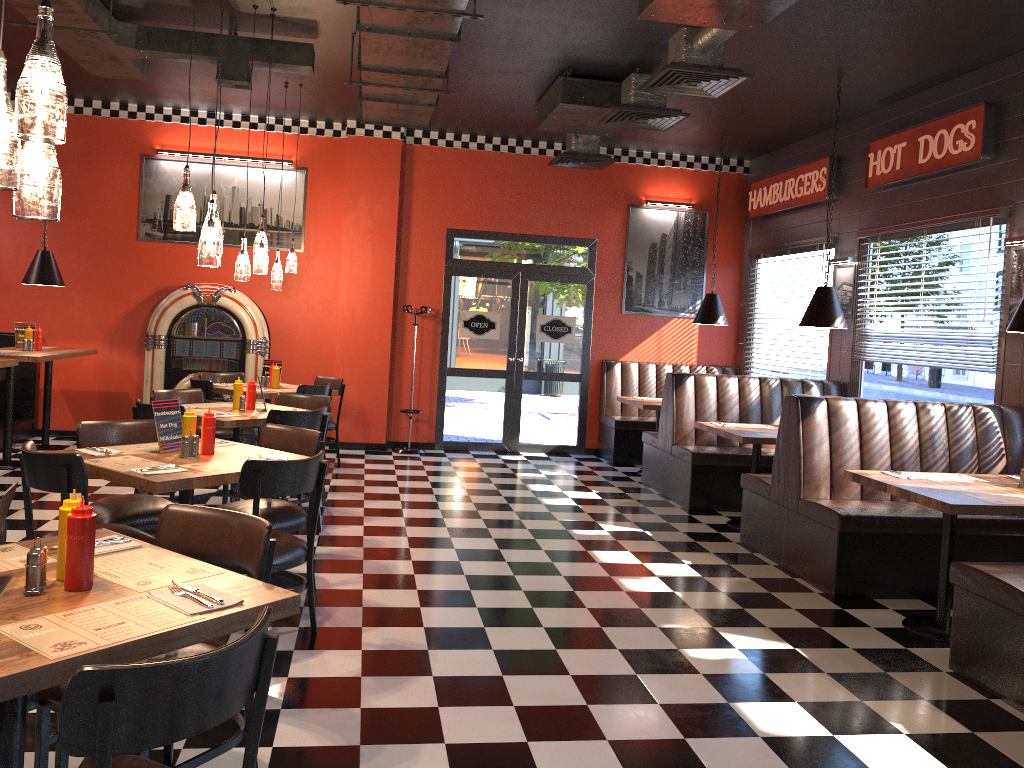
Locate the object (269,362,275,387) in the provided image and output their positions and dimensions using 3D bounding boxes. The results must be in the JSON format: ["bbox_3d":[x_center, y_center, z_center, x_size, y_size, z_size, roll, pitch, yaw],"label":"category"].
[{"bbox_3d":[-2.295,-0.088,8.498,0.068,0.237,0.068,3,2,-12],"label":"object"}]

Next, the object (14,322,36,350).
[{"bbox_3d":[-4.661,-0.459,8.488,0.072,0.257,0.188,5,3,40],"label":"object"}]

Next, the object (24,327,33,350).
[{"bbox_3d":[-4.592,-0.440,8.415,0.068,0.237,0.068,3,2,-16],"label":"object"}]

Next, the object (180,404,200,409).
[{"bbox_3d":[-2.370,0.161,6.405,0.255,0.019,0.157,5,4,29],"label":"object"}]

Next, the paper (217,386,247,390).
[{"bbox_3d":[-2.518,0.041,8.160,0.366,0.001,0.261,6,5,35],"label":"paper"}]

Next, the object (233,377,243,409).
[{"bbox_3d":[-2.008,0.065,6.497,0.068,0.237,0.068,3,2,-4],"label":"object"}]

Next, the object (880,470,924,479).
[{"bbox_3d":[2.234,0.517,5.043,0.157,0.019,0.255,3,4,-9],"label":"object"}]

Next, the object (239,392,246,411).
[{"bbox_3d":[-1.953,0.125,6.418,0.046,0.136,0.094,3,2,-19],"label":"object"}]

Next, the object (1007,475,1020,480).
[{"bbox_3d":[3.041,0.555,5.166,0.157,0.019,0.255,2,4,-14],"label":"object"}]

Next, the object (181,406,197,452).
[{"bbox_3d":[-1.610,0.229,4.415,0.068,0.237,0.068,3,2,-4],"label":"object"}]

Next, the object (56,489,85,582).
[{"bbox_3d":[-1.161,0.396,2.340,0.068,0.237,0.068,3,2,5],"label":"object"}]

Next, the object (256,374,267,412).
[{"bbox_3d":[-1.834,0.065,6.501,0.072,0.257,0.188,3,2,-19],"label":"object"}]

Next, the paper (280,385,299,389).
[{"bbox_3d":[-2.137,0.025,8.710,0.366,0.001,0.261,6,5,35],"label":"paper"}]

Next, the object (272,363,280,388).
[{"bbox_3d":[-2.244,-0.080,8.419,0.068,0.237,0.068,3,2,-12],"label":"object"}]

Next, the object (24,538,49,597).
[{"bbox_3d":[-1.196,0.454,2.229,0.046,0.136,0.094,3,2,-19],"label":"object"}]

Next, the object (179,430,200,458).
[{"bbox_3d":[-1.569,0.290,4.323,0.047,0.136,0.093,5,3,40],"label":"object"}]

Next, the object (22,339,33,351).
[{"bbox_3d":[-4.539,-0.378,8.308,0.093,0.136,0.047,2,2,-29],"label":"object"}]

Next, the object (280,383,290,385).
[{"bbox_3d":[-2.349,-0.002,8.814,0.158,0.019,0.255,5,4,29],"label":"object"}]

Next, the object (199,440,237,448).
[{"bbox_3d":[-1.610,0.319,4.716,0.157,0.019,0.255,5,4,28],"label":"object"}]

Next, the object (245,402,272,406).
[{"bbox_3d":[-1.997,0.152,6.850,0.158,0.019,0.255,6,5,35],"label":"object"}]

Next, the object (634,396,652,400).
[{"bbox_3d":[1.443,0.152,9.737,0.157,0.019,0.255,3,4,-9],"label":"object"}]

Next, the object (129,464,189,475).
[{"bbox_3d":[-1.551,0.375,3.939,0.158,0.019,0.255,6,5,38],"label":"object"}]

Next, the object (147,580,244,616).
[{"bbox_3d":[-0.814,0.533,2.246,0.255,0.019,0.157,6,5,39],"label":"object"}]

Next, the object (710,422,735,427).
[{"bbox_3d":[1.755,0.332,7.359,0.157,0.019,0.255,3,4,-4],"label":"object"}]

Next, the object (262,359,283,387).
[{"bbox_3d":[-2.332,-0.106,8.595,0.188,0.257,0.072,3,2,1],"label":"object"}]

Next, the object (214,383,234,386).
[{"bbox_3d":[-2.737,0.003,8.412,0.255,0.019,0.157,6,5,38],"label":"object"}]

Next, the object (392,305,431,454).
[{"bbox_3d":[-1.119,-0.058,9.990,0.375,1.656,0.375,4,1,13],"label":"object"}]

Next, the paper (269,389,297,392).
[{"bbox_3d":[-2.080,0.060,8.248,0.261,0.001,0.365,6,5,34],"label":"paper"}]

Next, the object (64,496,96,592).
[{"bbox_3d":[-1.104,0.405,2.267,0.068,0.237,0.068,4,2,33],"label":"object"}]

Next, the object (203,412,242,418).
[{"bbox_3d":[-1.962,0.207,6.063,0.158,0.019,0.255,6,5,37],"label":"object"}]

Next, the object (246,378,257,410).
[{"bbox_3d":[-1.916,0.069,6.510,0.068,0.237,0.068,3,2,-4],"label":"object"}]

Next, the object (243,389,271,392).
[{"bbox_3d":[-2.305,0.053,8.037,0.158,0.019,0.255,6,5,39],"label":"object"}]

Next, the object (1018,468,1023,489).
[{"bbox_3d":[2.828,0.506,4.850,0.094,0.136,0.047,4,2,16],"label":"object"}]

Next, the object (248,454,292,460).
[{"bbox_3d":[-1.192,0.367,4.365,0.255,0.019,0.157,6,5,35],"label":"object"}]

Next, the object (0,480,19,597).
[{"bbox_3d":[-1.302,0.387,2.224,0.072,0.257,0.188,3,2,-19],"label":"object"}]

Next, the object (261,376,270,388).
[{"bbox_3d":[-2.342,-0.033,8.419,0.093,0.136,0.047,3,2,-9],"label":"object"}]

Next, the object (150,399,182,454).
[{"bbox_3d":[-1.727,0.210,4.464,0.072,0.257,0.188,4,2,20],"label":"object"}]

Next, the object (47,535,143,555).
[{"bbox_3d":[-1.253,0.481,2.637,0.158,0.019,0.255,6,5,36],"label":"object"}]

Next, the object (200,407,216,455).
[{"bbox_3d":[-1.518,0.234,4.429,0.068,0.237,0.068,3,2,-4],"label":"object"}]

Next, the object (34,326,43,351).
[{"bbox_3d":[-4.499,-0.435,8.420,0.068,0.237,0.068,3,2,-16],"label":"object"}]

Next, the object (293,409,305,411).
[{"bbox_3d":[-1.553,0.200,6.517,0.255,0.019,0.157,6,5,38],"label":"object"}]

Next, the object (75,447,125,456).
[{"bbox_3d":[-1.991,0.325,4.307,0.255,0.019,0.157,6,5,37],"label":"object"}]
